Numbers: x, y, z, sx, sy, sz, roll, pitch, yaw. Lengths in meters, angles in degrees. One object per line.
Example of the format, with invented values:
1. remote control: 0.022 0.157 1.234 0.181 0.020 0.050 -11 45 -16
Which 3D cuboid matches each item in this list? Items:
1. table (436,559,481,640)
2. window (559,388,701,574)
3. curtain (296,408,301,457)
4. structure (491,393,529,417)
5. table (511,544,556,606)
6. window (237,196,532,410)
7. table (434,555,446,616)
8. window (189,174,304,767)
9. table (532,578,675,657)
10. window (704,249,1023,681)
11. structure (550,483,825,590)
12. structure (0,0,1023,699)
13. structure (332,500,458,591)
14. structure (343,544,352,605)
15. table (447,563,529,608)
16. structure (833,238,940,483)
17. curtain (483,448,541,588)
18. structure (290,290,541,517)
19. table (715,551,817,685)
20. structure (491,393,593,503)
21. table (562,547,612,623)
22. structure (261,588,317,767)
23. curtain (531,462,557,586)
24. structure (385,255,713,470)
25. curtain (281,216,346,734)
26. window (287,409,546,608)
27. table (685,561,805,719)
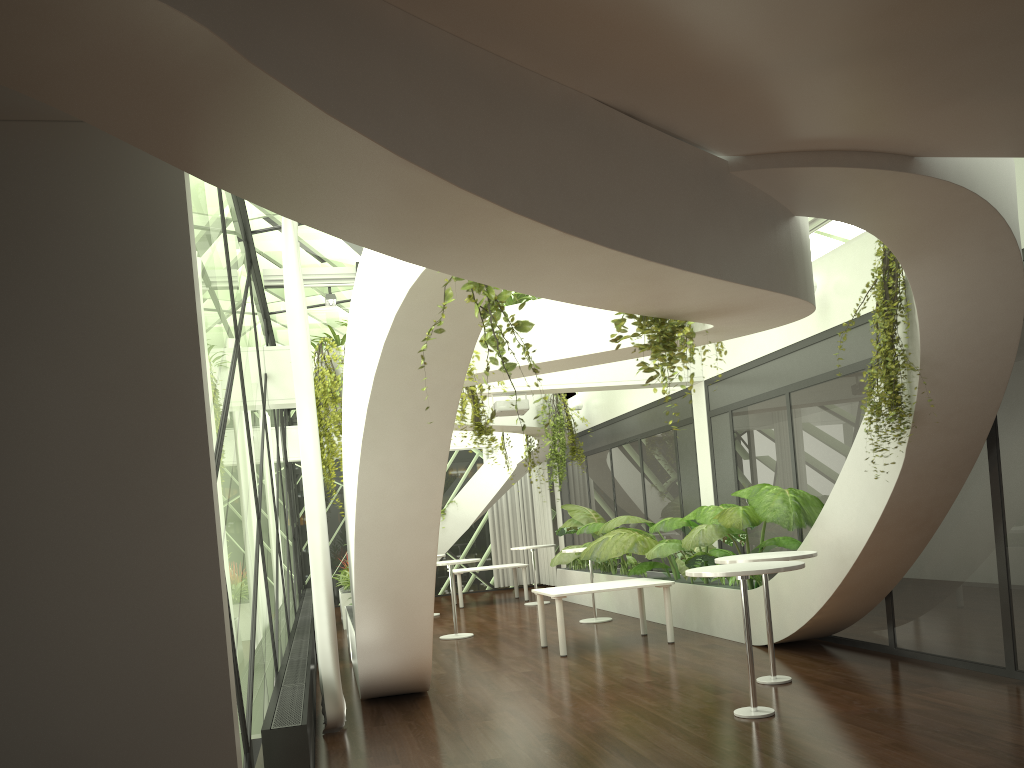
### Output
1. table: -0.829 3.100 12.602 0.861 1.094 0.857 -6 -3 22
2. window: 1.892 2.269 15.678 0.050 3.224 7.273 -5 -7 -13
3. curtain: -2.661 1.511 11.574 0.159 4.084 1.049 -5 0 -14
4. structure: -0.031 0.269 11.416 0.461 0.275 0.392 -4 -6 -13
5. table: 0.448 3.616 16.555 0.861 1.094 0.857 -6 -3 22
6. window: -0.560 -1.033 12.328 5.673 0.055 16.935 -3 -9 -13
7. table: -1.602 3.724 16.099 0.861 1.094 0.857 -6 -3 22
8. window: -3.112 1.397 11.720 0.084 4.612 16.967 -5 -8 -13
9. table: 1.107 2.795 10.569 1.496 0.717 1.080 -3 -6 -13
10. window: 3.515 0.959 8.333 0.050 3.224 7.183 -5 -7 -13
11. structure: 1.580 2.479 12.551 1.777 1.706 9.015 -4 -9 -13
12. structure: 0.626 1.085 7.763 5.908 4.198 24.649 -4 -9 -7
13. structure: -2.769 3.209 17.253 2.043 1.662 4.791 -7 -8 18
14. structure: -1.595 2.143 10.570 0.851 1.590 3.369 -5 -7 -14
15. table: -0.467 4.066 17.691 1.496 0.717 1.080 -3 -6 -13
16. structure: 2.866 -0.335 6.479 0.615 2.113 1.069 -5 -2 -1
17. curtain: 0.004 2.727 20.700 1.226 4.084 0.160 -5 0 -14
18. structure: -0.619 0.145 9.371 4.679 2.309 1.439 -11 -6 40
19. table: 2.243 2.033 7.593 0.852 1.094 0.866 -3 -4 -28
20. structure: 0.484 1.045 15.198 1.450 2.069 1.629 -7 -4 42
21. table: 1.220 2.992 13.057 0.861 1.094 0.857 -6 -3 22
22. structure: -2.928 3.557 12.444 0.258 0.501 15.329 -5 -9 -13
23. curtain: 0.687 2.561 20.030 0.159 4.084 1.004 -5 0 -15
24. structure: 0.586 -0.330 5.484 1.241 1.852 3.202 -7 -6 43
25. curtain: -1.686 0.809 7.414 0.209 4.173 1.092 -5 0 -13
26. window: -2.129 2.704 20.469 5.722 4.639 0.038 -4 0 -13
27. table: 1.768 1.898 6.486 0.852 1.094 0.866 -3 -4 -28
